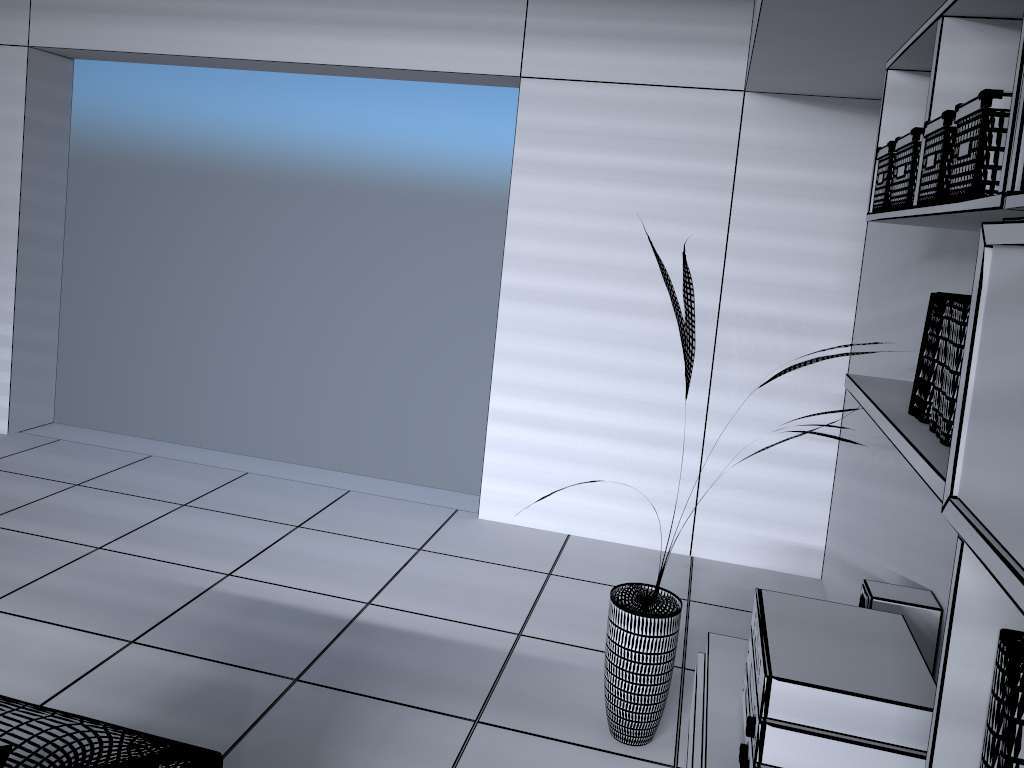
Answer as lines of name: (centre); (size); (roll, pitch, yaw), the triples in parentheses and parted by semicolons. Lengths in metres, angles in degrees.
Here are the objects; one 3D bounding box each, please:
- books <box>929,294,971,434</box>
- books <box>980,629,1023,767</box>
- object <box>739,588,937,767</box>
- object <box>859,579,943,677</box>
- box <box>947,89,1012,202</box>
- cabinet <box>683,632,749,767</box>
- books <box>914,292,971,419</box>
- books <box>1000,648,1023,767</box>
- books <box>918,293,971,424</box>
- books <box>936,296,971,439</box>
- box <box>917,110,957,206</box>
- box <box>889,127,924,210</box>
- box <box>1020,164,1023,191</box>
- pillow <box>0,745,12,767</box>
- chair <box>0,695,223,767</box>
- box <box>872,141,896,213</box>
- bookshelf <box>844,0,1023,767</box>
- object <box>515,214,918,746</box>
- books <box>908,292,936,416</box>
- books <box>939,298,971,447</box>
books: (0.898, -0.024, 1.623); (0.208, 0.256, 0.050); (7, 5, 13)
books: (0.739, 0.475, 1.159); (0.208, 0.256, 0.050); (7, 5, 13)
object: (0.668, 0.673, 1.861); (0.348, 0.266, 0.435); (7, 9, 12)
object: (0.987, 0.651, 2.273); (0.177, 0.229, 0.120); (7, 6, 12)
box: (0.851, -0.357, 1.376); (0.281, 0.160, 0.181); (8, 8, 13)
cabinet: (0.521, 1.134, 1.312); (0.575, 0.444, 2.296); (7, 11, 12)
books: (0.917, -0.041, 1.720); (0.208, 0.257, 0.075); (7, 5, 13)
books: (0.723, 0.485, 1.097); (0.208, 0.257, 0.075); (7, 5, 13)
books: (0.910, -0.036, 1.688); (0.208, 0.257, 0.075); (7, 5, 12)
books: (0.886, -0.016, 1.572); (0.208, 0.256, 0.050); (7, 5, 13)
box: (0.903, -0.394, 1.596); (0.281, 0.160, 0.176); (8, 8, 13)
box: (0.964, -0.438, 1.859); (0.282, 0.160, 0.214); (8, 9, 13)
box: (0.763, -0.293, 0.998); (0.282, 0.160, 0.214); (8, 9, 13)
pillow: (-0.991, 0.772, 1.144); (0.341, 0.384, 0.574); (7, 9, 9)
chair: (-1.186, 0.987, 0.909); (0.962, 0.545, 1.668); (8, 10, 12)
box: (1.020, -0.479, 2.097); (0.281, 0.160, 0.176); (8, 8, 13)
bookshelf: (0.712, 0.039, 0.913); (0.328, 1.235, 2.849); (7, 10, 12)
object: (0.523, 0.315, 2.555); (0.250, 1.568, 1.188); (1, 8, -45)
books: (0.920, -0.045, 1.752); (0.208, 0.255, 0.073); (7, 5, 12)
books: (0.869, -0.008, 1.523); (0.208, 0.256, 0.050); (7, 5, 13)
